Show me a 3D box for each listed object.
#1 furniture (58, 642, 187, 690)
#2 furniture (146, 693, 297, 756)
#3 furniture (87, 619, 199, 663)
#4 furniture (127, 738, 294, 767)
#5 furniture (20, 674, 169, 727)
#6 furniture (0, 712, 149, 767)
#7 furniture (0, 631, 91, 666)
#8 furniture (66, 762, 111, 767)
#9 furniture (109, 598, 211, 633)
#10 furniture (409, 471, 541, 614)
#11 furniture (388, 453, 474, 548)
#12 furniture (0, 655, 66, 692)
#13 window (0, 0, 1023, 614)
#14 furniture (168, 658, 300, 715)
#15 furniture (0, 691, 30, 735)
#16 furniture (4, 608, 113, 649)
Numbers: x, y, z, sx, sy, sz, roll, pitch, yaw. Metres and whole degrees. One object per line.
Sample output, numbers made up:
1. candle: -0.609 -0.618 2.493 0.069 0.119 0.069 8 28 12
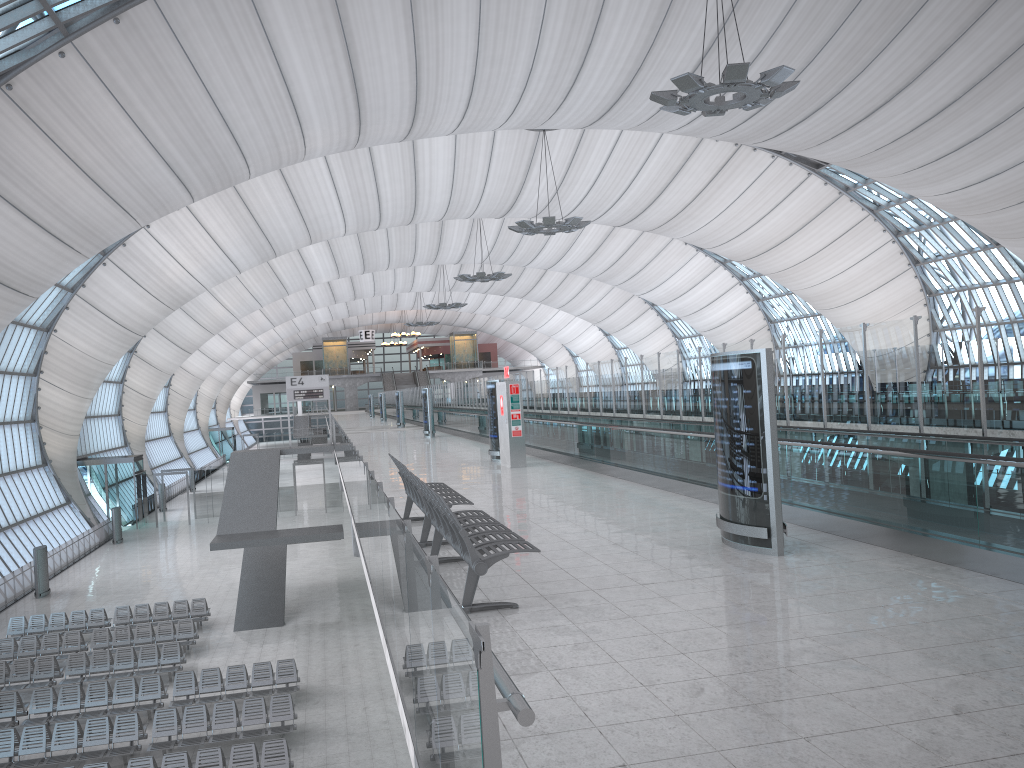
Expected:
1. furniture: -9.430 6.897 21.641 2.705 0.913 1.572 -3 0 -12
2. furniture: -5.588 6.646 17.282 2.705 0.913 1.572 -3 0 -12
3. furniture: -9.923 6.940 23.938 2.705 0.913 1.572 -3 0 -12
4. furniture: -5.084 6.603 14.935 2.705 0.913 1.572 -3 0 -12
5. furniture: -8.869 6.848 19.030 2.705 0.913 1.572 -3 0 -12
6. furniture: -8.365 6.805 16.683 2.705 0.913 1.572 -3 0 -12
7. furniture: -12.700 7.098 23.338 2.705 0.913 1.572 -3 0 -12
8. furniture: -7.861 6.761 14.336 2.705 0.913 1.572 -3 0 -12
9. furniture: -10.477 6.988 26.519 2.705 0.913 1.572 -3 0 -12
10. furniture: -0.392 1.267 7.634 0.713 0.902 2.520 -3 0 -12
11. furniture: -1.009 1.321 10.592 0.713 0.902 2.520 -3 0 -12
12. furniture: -12.207 7.055 21.042 2.705 0.913 1.572 -3 0 -12
13. window: -5.655 -2.406 78.987 50.537 20.004 167.818 -3 0 -12
14. furniture: -6.092 6.690 19.630 2.705 0.913 1.572 -3 0 -12
15. furniture: -11.646 7.007 18.431 2.705 0.913 1.572 -3 0 -12
16. furniture: -13.254 7.146 25.920 2.705 0.913 1.572 -3 0 -12
